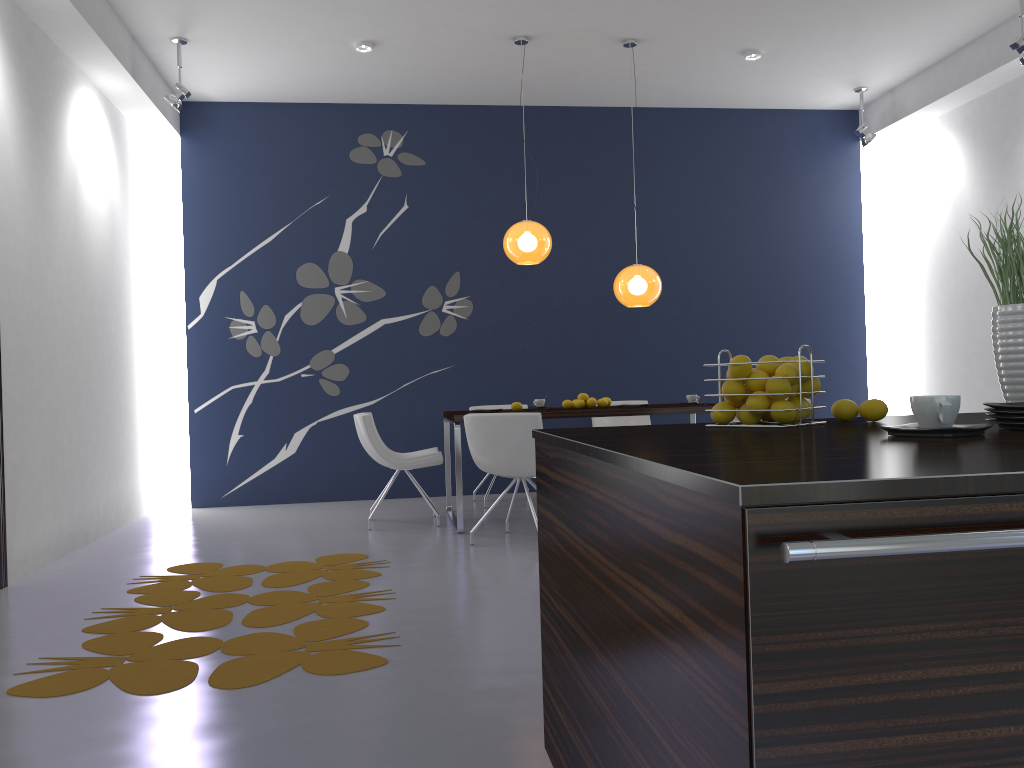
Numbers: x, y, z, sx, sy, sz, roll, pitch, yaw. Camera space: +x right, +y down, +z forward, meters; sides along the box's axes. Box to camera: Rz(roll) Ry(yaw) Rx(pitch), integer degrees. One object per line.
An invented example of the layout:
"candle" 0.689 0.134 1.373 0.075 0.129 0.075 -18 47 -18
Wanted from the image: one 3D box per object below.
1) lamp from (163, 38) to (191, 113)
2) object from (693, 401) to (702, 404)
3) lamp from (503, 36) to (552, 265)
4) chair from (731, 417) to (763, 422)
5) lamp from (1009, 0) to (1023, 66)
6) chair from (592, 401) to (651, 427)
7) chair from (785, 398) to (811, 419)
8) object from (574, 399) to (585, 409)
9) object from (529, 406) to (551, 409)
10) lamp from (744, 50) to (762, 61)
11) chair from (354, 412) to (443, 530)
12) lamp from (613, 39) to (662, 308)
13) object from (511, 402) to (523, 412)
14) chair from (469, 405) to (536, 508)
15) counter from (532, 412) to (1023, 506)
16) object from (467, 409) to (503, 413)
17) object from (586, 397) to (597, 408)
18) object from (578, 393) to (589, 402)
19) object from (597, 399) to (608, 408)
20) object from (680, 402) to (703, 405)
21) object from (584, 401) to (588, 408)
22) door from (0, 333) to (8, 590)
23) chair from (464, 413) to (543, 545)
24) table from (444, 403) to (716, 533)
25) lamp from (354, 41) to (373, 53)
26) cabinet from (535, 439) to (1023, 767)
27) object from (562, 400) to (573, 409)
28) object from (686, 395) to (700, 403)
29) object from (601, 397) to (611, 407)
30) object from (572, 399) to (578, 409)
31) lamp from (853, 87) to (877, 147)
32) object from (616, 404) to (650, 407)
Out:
"lamp" -2.391 -2.193 6.319 0.185 0.511 0.150 -2 0 -8
"object" 1.396 0.138 6.592 0.032 0.028 0.155 -2 0 -27
"lamp" 0.093 -1.702 6.485 0.358 1.645 0.359 -2 0 3
"chair" 1.336 0.532 5.668 0.508 0.805 0.620 -2 0 -38
"lamp" 3.406 -2.375 5.888 0.185 0.511 0.150 -2 0 -8
"chair" 0.975 0.549 7.504 0.508 0.805 0.620 -2 0 -8
"chair" 1.940 0.517 6.774 0.620 0.805 0.508 -2 0 -13
"object" 0.492 0.147 6.462 0.070 0.068 0.083 -2 0 -39
"object" 0.218 0.183 6.879 0.154 0.020 0.154 -2 0 37
"lamp" 1.881 -2.563 6.916 0.132 0.035 0.132 -2 0 39
"chair" -0.814 0.602 6.388 0.620 0.805 0.508 -2 0 -8
"lamp" 0.908 -1.563 6.600 0.359 1.974 0.358 -2 0 -3
"object" 0.034 0.160 6.228 0.083 0.068 0.070 -2 0 -4
"chair" -0.055 0.581 7.361 0.508 0.805 0.620 -2 0 -13
"counter" 1.773 0.258 1.721 3.291 1.300 1.302 -2 0 -8
"object" -0.195 0.194 6.387 0.232 0.020 0.232 -2 0 21
"object" 0.581 0.138 6.477 0.076 0.080 0.094 -2 0 -6
"object" 0.522 0.100 6.505 0.083 0.068 0.070 -2 0 -4
"object" 0.665 0.141 6.525 0.083 0.068 0.070 -2 0 -4
"object" 1.361 0.146 6.700 0.154 0.020 0.154 -2 0 38
"object" 0.561 0.143 6.558 0.081 0.071 0.069 -2 0 -31
"door" -2.649 0.022 3.747 0.220 2.061 1.764 -2 0 -8
"chair" 0.048 0.572 5.498 0.508 0.805 0.620 -2 0 27
"table" 0.565 0.570 6.530 2.046 0.783 1.127 -2 0 -8
"lamp" -1.089 -2.472 6.502 0.132 0.035 0.132 -2 0 -8
"cabinet" 1.781 0.482 1.731 3.285 0.852 1.377 -2 0 -8
"object" 0.409 0.149 6.493 0.083 0.068 0.070 -2 0 -4
"object" 1.369 0.115 6.697 0.101 0.064 0.081 -2 0 18
"object" 0.695 0.136 6.604 0.079 0.077 0.094 -2 0 -34
"object" 0.480 0.147 6.546 0.070 0.068 0.083 -2 0 -39
"lamp" 3.131 -2.360 7.869 0.185 0.511 0.150 -2 0 -8
"object" 0.889 0.161 6.506 0.232 0.020 0.232 -2 0 21
